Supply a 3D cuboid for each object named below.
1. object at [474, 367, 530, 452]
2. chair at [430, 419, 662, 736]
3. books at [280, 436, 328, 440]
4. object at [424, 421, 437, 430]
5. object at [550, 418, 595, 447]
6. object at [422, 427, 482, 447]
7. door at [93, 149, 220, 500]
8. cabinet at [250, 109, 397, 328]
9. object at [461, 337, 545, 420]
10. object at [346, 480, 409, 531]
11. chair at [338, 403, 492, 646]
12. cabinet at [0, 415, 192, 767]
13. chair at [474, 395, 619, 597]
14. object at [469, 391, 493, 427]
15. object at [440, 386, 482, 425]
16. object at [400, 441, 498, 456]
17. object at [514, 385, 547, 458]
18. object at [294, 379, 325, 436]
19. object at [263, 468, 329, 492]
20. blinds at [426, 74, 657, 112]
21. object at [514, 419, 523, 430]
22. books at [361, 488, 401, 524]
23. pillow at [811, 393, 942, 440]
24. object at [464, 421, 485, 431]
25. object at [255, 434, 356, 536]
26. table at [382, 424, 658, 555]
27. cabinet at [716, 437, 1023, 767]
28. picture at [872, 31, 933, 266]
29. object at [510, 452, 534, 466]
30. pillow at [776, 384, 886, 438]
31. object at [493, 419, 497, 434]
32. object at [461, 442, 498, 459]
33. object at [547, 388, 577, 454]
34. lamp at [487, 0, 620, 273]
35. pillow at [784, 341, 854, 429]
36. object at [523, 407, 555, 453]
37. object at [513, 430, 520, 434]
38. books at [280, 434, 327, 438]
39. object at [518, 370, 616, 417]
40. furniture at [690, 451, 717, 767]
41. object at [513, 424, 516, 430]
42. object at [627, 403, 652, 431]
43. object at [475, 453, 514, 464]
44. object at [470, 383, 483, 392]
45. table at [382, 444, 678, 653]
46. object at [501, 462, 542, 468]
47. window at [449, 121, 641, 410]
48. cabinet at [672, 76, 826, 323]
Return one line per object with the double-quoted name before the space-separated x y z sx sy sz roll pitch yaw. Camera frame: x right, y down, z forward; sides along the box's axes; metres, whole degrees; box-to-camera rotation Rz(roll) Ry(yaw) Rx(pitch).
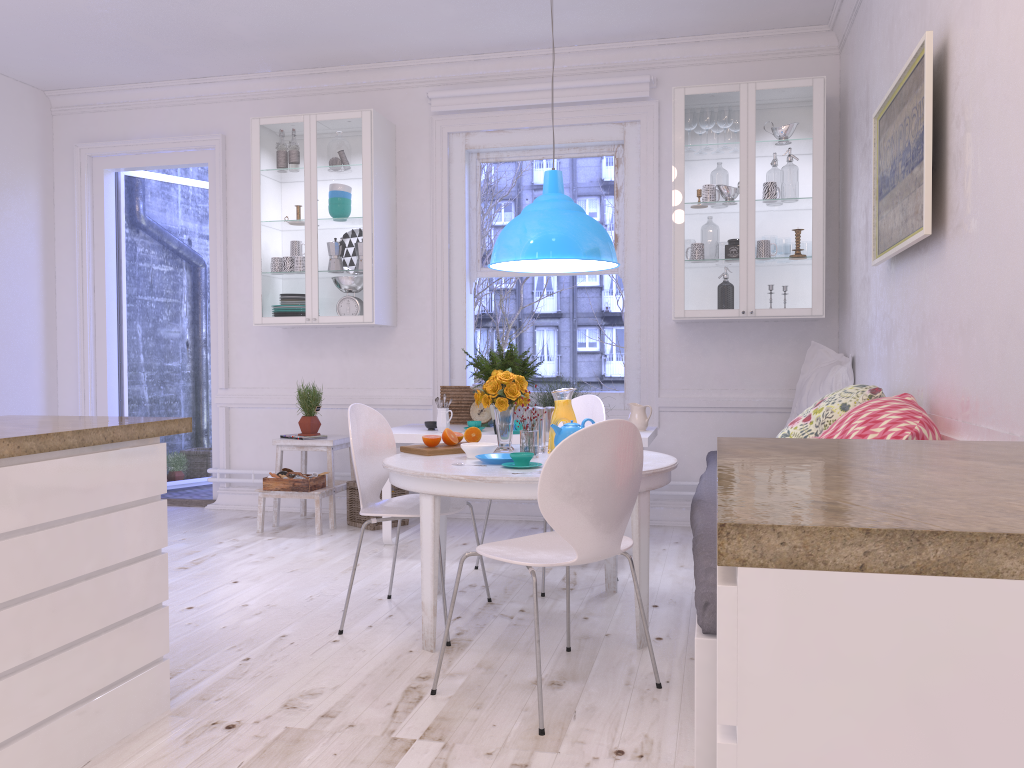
"object" -0.033 0.107 3.723 0.234 0.351 0.235 -1 2 -22
"chair" 0.133 0.517 2.700 0.604 0.845 0.483 -2 2 -42
"books" -1.291 0.329 5.496 0.246 0.011 0.180 1 2 43
"object" -0.452 0.236 4.982 0.079 0.048 0.082 -1 2 -27
"object" 0.241 0.212 3.457 0.156 0.151 0.150 0 2 17
"object" -0.268 0.221 3.755 0.285 0.075 0.129 -2 2 -41
"door" -2.390 -0.400 6.765 1.009 2.474 1.021 0 2 13
"cabinet" -1.206 -1.028 5.683 0.823 1.311 0.425 0 2 13
"object" -0.052 -0.010 5.125 0.438 0.527 0.368 0 2 13
"object" -0.827 0.733 5.460 0.276 0.270 0.276 -2 2 -44
"chair" -0.388 0.498 3.472 0.483 0.845 0.604 0 2 13
"cabinet" -1.419 0.538 2.210 0.654 0.842 1.167 0 2 13
"chair" 0.176 0.477 4.154 0.483 0.845 0.604 -1 2 -31
"object" -0.166 0.148 5.274 0.159 0.208 0.185 0 2 13
"object" -0.294 0.130 5.413 0.294 0.237 0.028 0 2 13
"object" -0.265 0.271 3.731 0.347 0.024 0.224 -1 2 -37
"object" 0.072 0.145 3.467 0.128 0.287 0.128 0 2 15
"object" -1.243 0.133 5.469 0.186 0.367 0.196 -1 2 -32
"object" -1.274 0.567 5.254 0.358 0.110 0.211 0 2 15
"blinds" 0.160 -1.794 5.501 1.451 0.131 0.136 0 2 13
"object" 0.027 0.221 4.736 0.069 0.059 0.082 -1 2 -9
"books" -0.817 0.700 5.467 0.205 0.306 0.221 -2 2 -44
"pillow" 1.103 0.246 2.846 0.491 0.424 0.587 0 2 16
"object" -0.207 0.233 4.892 0.121 0.055 0.121 -1 2 -36
"object" -1.243 0.602 5.460 0.418 0.534 0.599 0 2 13
"table" 0.031 0.567 4.996 1.514 0.619 0.736 0 2 13
"cabinet" 0.649 0.551 1.361 0.654 0.842 1.036 0 2 13
"picture" 1.403 -0.793 3.226 0.020 0.629 0.971 0 2 13
"object" 0.035 0.270 3.168 0.088 0.043 0.088 0 2 20
"pillow" 1.260 0.224 3.512 0.509 0.447 0.592 0 2 18
"object" -0.076 0.227 4.686 0.055 0.077 0.070 1 2 39
"object" -0.129 0.263 3.491 0.147 0.052 0.147 -1 2 -34
"object" 0.211 0.150 3.633 0.094 0.267 0.116 1 2 40
"lamp" 0.174 -1.475 3.776 0.568 1.948 0.568 -2 2 -43
"pillow" 1.690 0.079 4.878 0.374 0.642 0.677 -1 2 -17
"object" 0.113 0.189 3.683 0.101 0.186 0.122 1 2 43
"object" 0.005 0.254 4.733 0.121 0.021 0.121 -1 2 -36
"books" -1.291 0.320 5.496 0.246 0.007 0.180 1 2 43
"object" 0.275 0.091 4.953 0.668 0.367 0.531 1 2 38
"furniture" 1.108 0.658 3.526 0.769 0.508 3.296 0 2 13
"object" -0.011 0.228 4.732 0.069 0.058 0.080 -1 2 -14
"object" 0.700 0.181 4.890 0.127 0.152 0.115 0 2 -5
"object" -0.040 0.281 3.317 0.196 0.023 0.196 0 2 0
"object" -0.169 0.020 5.282 0.163 0.047 0.164 -1 2 -28
"table" 0.070 0.603 3.467 1.140 0.629 1.140 1 2 42
"object" 0.036 0.291 3.169 0.147 0.011 0.147 0 2 16
"window" 0.217 -0.731 5.710 1.234 1.782 0.181 0 2 13
"cabinet" 1.346 -1.024 5.094 0.823 1.311 0.425 0 2 13
